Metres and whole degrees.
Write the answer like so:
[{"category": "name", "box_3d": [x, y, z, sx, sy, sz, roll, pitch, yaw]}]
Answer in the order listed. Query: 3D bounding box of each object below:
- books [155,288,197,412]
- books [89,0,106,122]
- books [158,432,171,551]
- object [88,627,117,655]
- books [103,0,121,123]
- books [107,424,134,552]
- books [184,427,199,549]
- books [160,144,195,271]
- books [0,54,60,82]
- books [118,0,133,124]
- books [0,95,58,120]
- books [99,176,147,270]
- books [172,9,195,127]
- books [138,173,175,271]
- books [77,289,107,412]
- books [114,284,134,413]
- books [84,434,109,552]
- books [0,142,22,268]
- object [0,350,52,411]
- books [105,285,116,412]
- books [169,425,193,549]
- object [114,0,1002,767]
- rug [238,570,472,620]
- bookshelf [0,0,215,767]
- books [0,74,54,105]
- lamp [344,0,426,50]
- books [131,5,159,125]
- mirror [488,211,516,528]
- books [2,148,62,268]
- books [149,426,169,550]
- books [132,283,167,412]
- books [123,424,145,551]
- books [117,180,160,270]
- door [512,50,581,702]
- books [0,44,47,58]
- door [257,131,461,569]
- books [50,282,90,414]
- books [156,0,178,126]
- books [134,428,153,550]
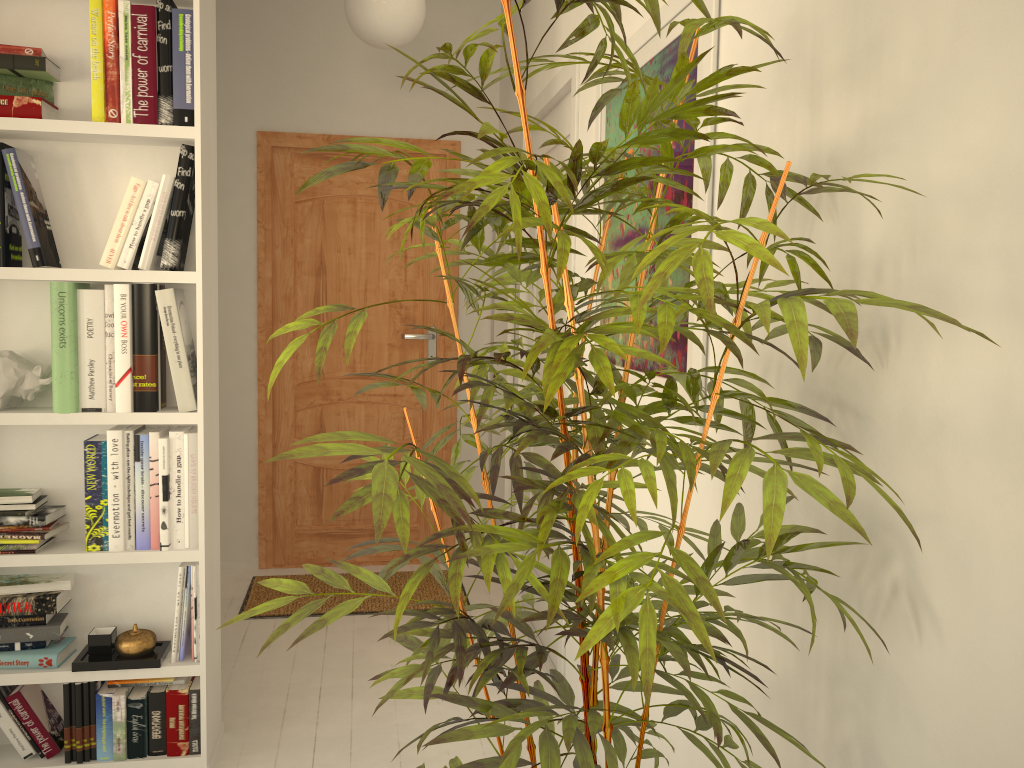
[{"category": "books", "box_3d": [-0.867, -0.094, 2.350, 0.099, 0.315, 0.229, 0, 5, -10]}, {"category": "books", "box_3d": [-1.035, -0.801, 2.270, 0.032, 0.300, 0.200, 0, 5, -10]}, {"category": "books", "box_3d": [-0.905, 0.274, 2.360, 0.022, 0.291, 0.209, 0, 5, -10]}, {"category": "object", "box_3d": [-1.078, 0.677, 2.336, 0.058, 0.055, 0.058, 0, 5, -10]}, {"category": "books", "box_3d": [-0.999, -0.798, 2.271, 0.039, 0.301, 0.199, 0, 5, -10]}, {"category": "books", "box_3d": [-1.023, 0.261, 2.359, 0.037, 0.311, 0.241, 0, 5, -10]}, {"category": "books", "box_3d": [-0.842, 0.266, 2.390, 0.039, 0.302, 0.229, 0, 5, -10]}, {"category": "books", "box_3d": [-0.854, -0.450, 2.313, 0.092, 0.318, 0.179, 0, 5, -10]}, {"category": "books", "box_3d": [-1.302, -0.786, 2.226, 0.314, 0.035, 0.205, 0, 5, -10]}, {"category": "books", "box_3d": [-0.966, -0.797, 2.271, 0.029, 0.301, 0.185, 0, 5, -10]}, {"category": "books", "box_3d": [-1.301, -0.674, 2.214, 0.300, 0.056, 0.202, 0, 5, -10]}, {"category": "books", "box_3d": [-0.980, -0.407, 2.272, 0.115, 0.232, 0.133, 0, 5, -10]}, {"category": "books", "box_3d": [-0.829, -0.789, 2.287, 0.054, 0.289, 0.179, 0, 5, -10]}, {"category": "books", "box_3d": [-0.907, -0.413, 2.314, 0.092, 0.244, 0.197, 0, 5, -10]}, {"category": "books", "box_3d": [-1.066, -0.088, 2.310, 0.065, 0.311, 0.200, 0, 5, -10]}, {"category": "books", "box_3d": [-0.992, -0.098, 2.327, 0.037, 0.324, 0.240, 0, 5, -10]}, {"category": "books", "box_3d": [-1.069, 0.276, 2.341, 0.057, 0.283, 0.200, 0, 5, -10]}, {"category": "books", "box_3d": [-1.266, -0.443, 2.229, 0.033, 0.306, 0.150, 0, 5, -10]}, {"category": "object", "box_3d": [-1.303, -0.011, 2.240, 0.311, 0.150, 0.137, 1, 5, -2]}, {"category": "books", "box_3d": [-1.026, -0.098, 2.335, 0.023, 0.321, 0.235, 0, 5, -10]}, {"category": "books", "box_3d": [-0.873, 0.268, 2.354, 0.037, 0.307, 0.161, 0, 5, -10]}, {"category": "object", "box_3d": [-0.207, 0.269, 1.586, 0.778, 1.710, 2.089, -2, 6, -29]}, {"category": "rug", "box_3d": [-0.677, 0.913, 3.876, 0.941, 0.002, 0.553, 0, 5, -10]}, {"category": "bookshelf", "box_3d": [-1.146, -0.407, 2.277, 0.710, 2.899, 0.249, 0, 5, -10]}, {"category": "books", "box_3d": [-1.303, -0.734, 2.217, 0.268, 0.064, 0.128, -3, 7, -39]}, {"category": "lamp", "box_3d": [-0.427, -1.528, 2.996, 0.275, 0.767, 0.275, 0, 5, -15]}, {"category": "books", "box_3d": [-0.922, -0.791, 2.272, 0.059, 0.291, 0.182, 0, 5, -10]}, {"category": "mirror", "box_3d": [-0.050, -0.072, 3.995, 0.029, 1.369, 0.500, 0, 5, -10]}, {"category": "books", "box_3d": [-1.205, -0.436, 2.252, 0.093, 0.288, 0.200, 0, 5, -10]}, {"category": "books", "box_3d": [-0.930, 0.265, 2.369, 0.025, 0.305, 0.213, 0, 5, -10]}, {"category": "books", "box_3d": [-0.944, -0.099, 2.330, 0.056, 0.327, 0.202, 0, 5, -10]}, {"category": "books", "box_3d": [-0.992, 0.262, 2.367, 0.027, 0.310, 0.229, 0, 5, -10]}, {"category": "books", "box_3d": [-0.947, -0.405, 2.285, 0.105, 0.225, 0.138, 0, 5, -10]}, {"category": "door", "box_3d": [0.158, -0.032, 3.222, 0.166, 2.032, 0.956, 0, 5, -10]}, {"category": "books", "box_3d": [-1.308, -0.815, 2.214, 0.266, 0.026, 0.203, -1, 5, -20]}, {"category": "door", "box_3d": [-0.728, -0.140, 4.233, 0.931, 2.032, 0.160, 0, 5, -10]}, {"category": "books", "box_3d": [-1.126, -0.099, 2.296, 0.056, 0.328, 0.229, 0, 5, -10]}, {"category": "books", "box_3d": [-0.876, -0.804, 2.279, 0.039, 0.317, 0.161, 0, 5, -10]}, {"category": "books", "box_3d": [-0.955, 0.273, 2.333, 0.035, 0.304, 0.150, 0, 5, -10]}]
